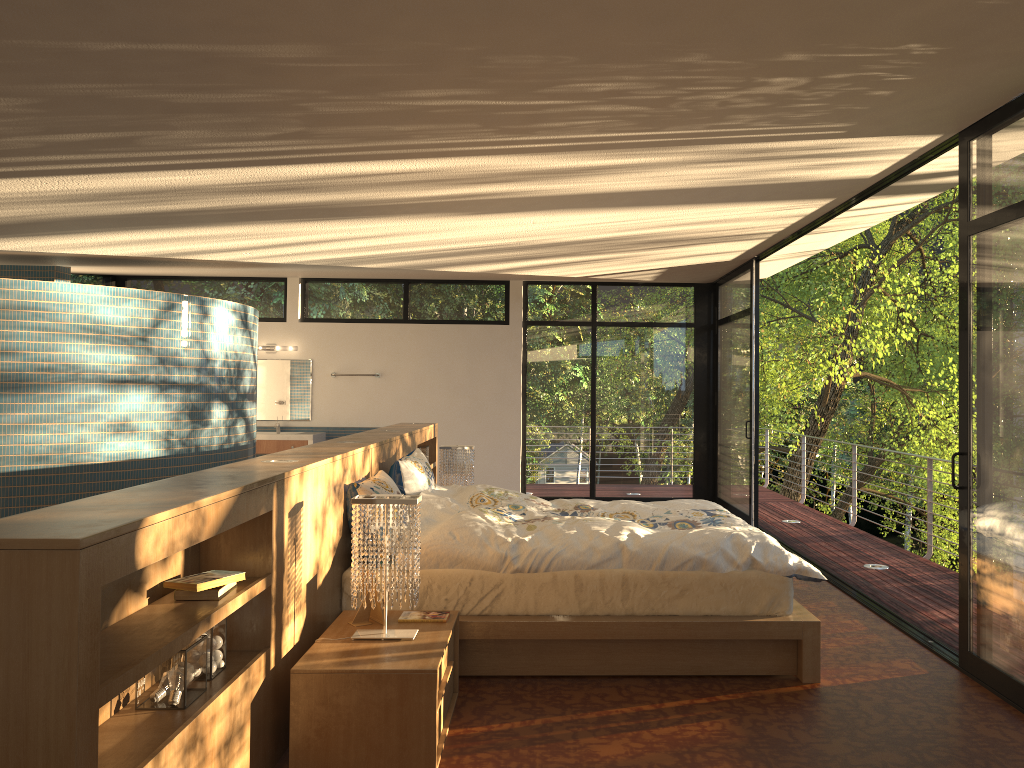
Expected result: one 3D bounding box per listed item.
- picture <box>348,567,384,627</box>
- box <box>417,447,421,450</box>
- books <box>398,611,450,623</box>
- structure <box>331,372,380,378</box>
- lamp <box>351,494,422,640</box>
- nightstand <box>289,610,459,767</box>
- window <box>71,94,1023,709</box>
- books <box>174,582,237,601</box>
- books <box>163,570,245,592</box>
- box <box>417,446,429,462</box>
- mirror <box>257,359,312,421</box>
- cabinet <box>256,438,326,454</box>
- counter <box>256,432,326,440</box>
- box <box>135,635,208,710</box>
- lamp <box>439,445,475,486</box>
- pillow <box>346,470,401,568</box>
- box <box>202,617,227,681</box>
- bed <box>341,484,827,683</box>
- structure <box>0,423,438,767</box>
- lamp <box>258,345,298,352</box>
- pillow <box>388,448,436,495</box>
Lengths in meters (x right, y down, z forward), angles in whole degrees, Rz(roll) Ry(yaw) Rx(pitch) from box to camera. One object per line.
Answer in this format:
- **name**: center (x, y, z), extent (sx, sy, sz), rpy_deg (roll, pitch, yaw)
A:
- **picture**: center (-0.576, 0.835, 3.469), extent (0.118, 0.202, 0.152), rpy_deg (1, -1, -35)
- **box**: center (-0.761, 0.567, 6.742), extent (0.116, 0.171, 0.124), rpy_deg (1, -1, 0)
- **books**: center (-0.350, 0.934, 3.542), extent (0.189, 0.012, 0.133), rpy_deg (1, 0, 0)
- **structure**: center (-1.728, -0.098, 9.740), extent (0.539, 0.056, 0.198), rpy_deg (1, 0, -2)
- **lamp**: center (-0.469, 0.675, 3.284), extent (0.247, 0.523, 0.124), rpy_deg (1, -1, -1)
- **nightstand**: center (-0.473, 1.110, 3.275), extent (0.478, 0.347, 0.775), rpy_deg (1, 0, 1)
- **window**: center (-1.194, 0.028, 4.849), extent (6.852, 2.514, 10.301), rpy_deg (1, 0, 0)
- **books**: center (-0.918, 0.614, 2.660), extent (0.129, 0.030, 0.181), rpy_deg (1, 0, -2)
- **books**: center (-0.922, 0.588, 2.658), extent (0.130, 0.022, 0.194), rpy_deg (0, 0, 26)
- **box**: center (-0.741, 0.576, 7.072), extent (0.134, 0.156, 0.157), rpy_deg (1, -1, 0)
- **mirror**: center (-3.188, 0.061, 9.733), extent (1.963, 0.678, 0.100), rpy_deg (1, -1, -2)
- **cabinet**: center (-3.201, 0.929, 9.412), extent (2.282, 0.711, 0.548), rpy_deg (1, -1, -2)
- **counter**: center (-3.198, 0.572, 9.419), extent (2.283, 0.111, 0.549), rpy_deg (1, 0, -2)
- **box**: center (-0.936, 0.790, 2.434), extent (0.134, 0.156, 0.157), rpy_deg (1, -1, 0)
- **lamp**: center (-0.388, 0.803, 6.335), extent (0.261, 0.730, 0.162), rpy_deg (1, -1, -1)
- **pillow**: center (-0.639, 0.644, 4.249), extent (0.268, 0.405, 0.602), rpy_deg (1, -1, 3)
- **box**: center (-0.937, 0.784, 2.653), extent (0.116, 0.171, 0.124), rpy_deg (1, -1, 0)
- **bed**: center (0.349, 0.944, 4.736), extent (2.156, 0.712, 1.826), rpy_deg (1, 0, 0)
- **structure**: center (-0.886, 0.799, 4.567), extent (0.308, 0.974, 5.792), rpy_deg (1, 0, 2)
- **lamp**: center (-2.652, -0.391, 9.675), extent (0.621, 0.070, 0.117), rpy_deg (1, -1, -2)
- **pillow**: center (-0.576, 0.610, 5.115), extent (0.252, 0.439, 0.622), rpy_deg (1, -1, 5)
